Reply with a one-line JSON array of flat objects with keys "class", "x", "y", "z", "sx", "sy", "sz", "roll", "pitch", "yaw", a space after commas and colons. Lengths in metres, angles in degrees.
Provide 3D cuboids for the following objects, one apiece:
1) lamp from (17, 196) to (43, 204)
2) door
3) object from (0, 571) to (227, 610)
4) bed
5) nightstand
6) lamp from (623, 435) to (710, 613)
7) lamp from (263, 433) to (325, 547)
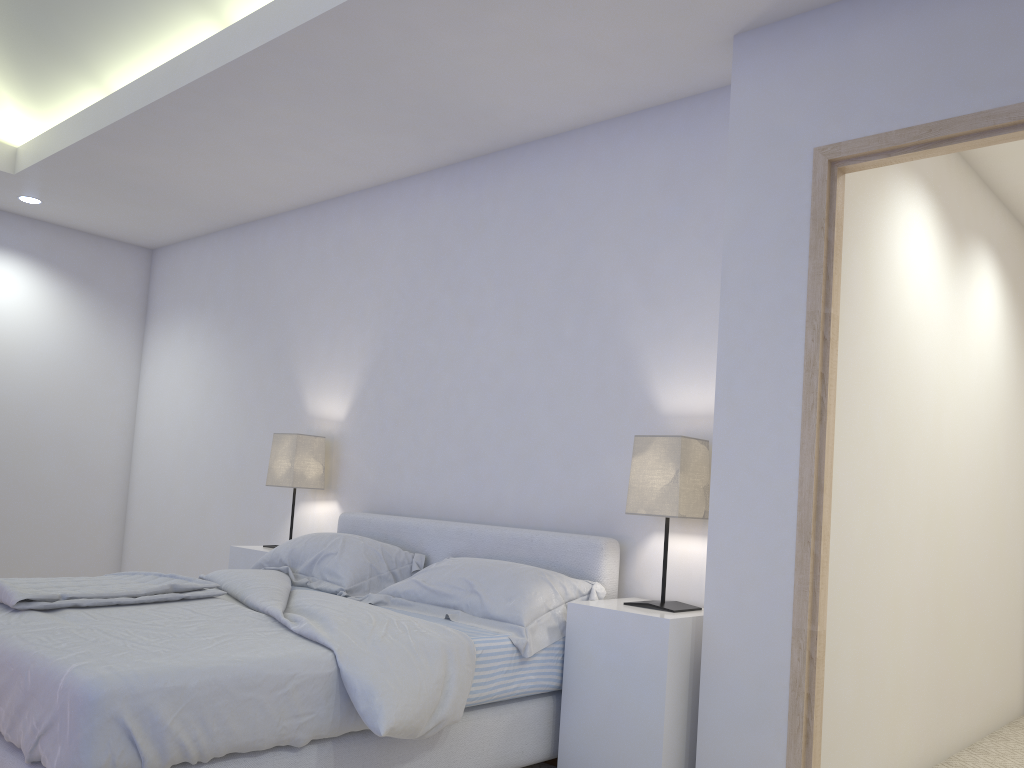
[{"class": "lamp", "x": -2.867, "y": -1.088, "z": 5.265, "sx": 0.137, "sy": 0.014, "sz": 0.138, "roll": 2, "pitch": -7, "yaw": 14}, {"class": "door", "x": 1.444, "y": 0.262, "z": 1.960, "sx": 0.361, "sy": 2.047, "sz": 1.786, "roll": 6, "pitch": -6, "yaw": -31}, {"class": "object", "x": -1.522, "y": 0.860, "z": 2.983, "sx": 0.913, "sy": 0.464, "sz": 0.721, "roll": -1, "pitch": -8, "yaw": 38}, {"class": "bed", "x": -0.819, "y": 0.872, "z": 3.078, "sx": 1.969, "sy": 0.811, "sz": 2.029, "roll": -2, "pitch": -9, "yaw": 41}, {"class": "nightstand", "x": -0.349, "y": 1.091, "z": 3.703, "sx": 2.551, "sy": 0.597, "sz": 0.402, "roll": -2, "pitch": -8, "yaw": 42}, {"class": "lamp", "x": 0.534, "y": 0.475, "z": 3.047, "sx": 0.210, "sy": 0.580, "sz": 0.211, "roll": 0, "pitch": -6, "yaw": 42}, {"class": "lamp", "x": -1.112, "y": 0.550, "z": 4.532, "sx": 0.210, "sy": 0.580, "sz": 0.211, "roll": 1, "pitch": -6, "yaw": 37}]
